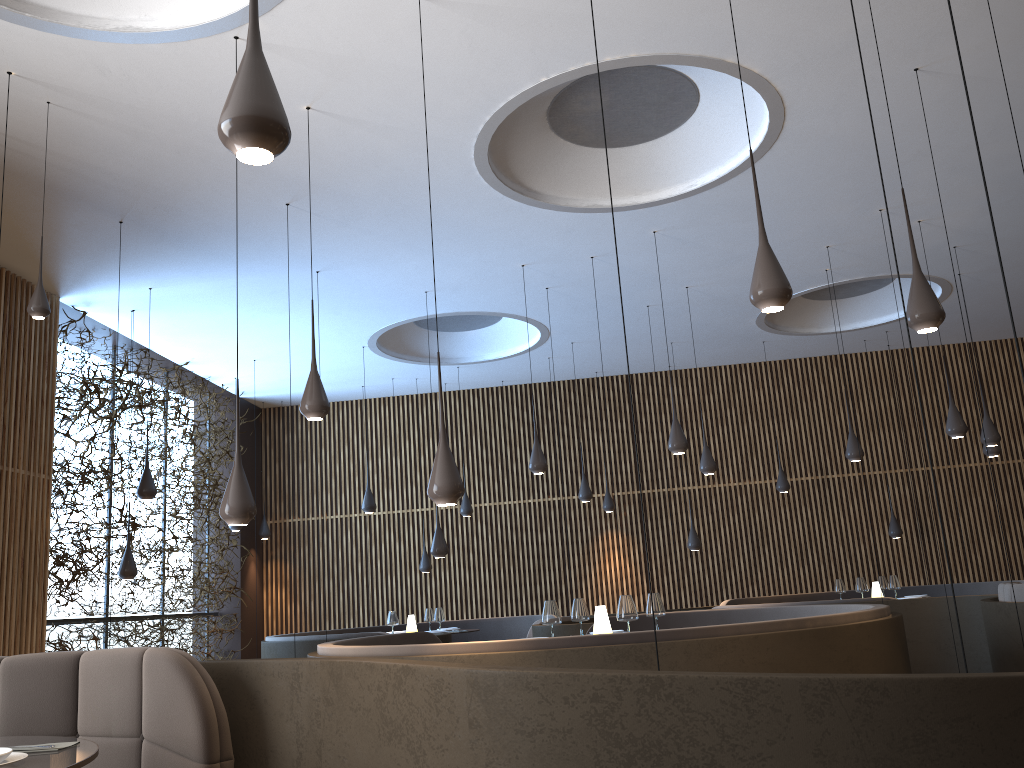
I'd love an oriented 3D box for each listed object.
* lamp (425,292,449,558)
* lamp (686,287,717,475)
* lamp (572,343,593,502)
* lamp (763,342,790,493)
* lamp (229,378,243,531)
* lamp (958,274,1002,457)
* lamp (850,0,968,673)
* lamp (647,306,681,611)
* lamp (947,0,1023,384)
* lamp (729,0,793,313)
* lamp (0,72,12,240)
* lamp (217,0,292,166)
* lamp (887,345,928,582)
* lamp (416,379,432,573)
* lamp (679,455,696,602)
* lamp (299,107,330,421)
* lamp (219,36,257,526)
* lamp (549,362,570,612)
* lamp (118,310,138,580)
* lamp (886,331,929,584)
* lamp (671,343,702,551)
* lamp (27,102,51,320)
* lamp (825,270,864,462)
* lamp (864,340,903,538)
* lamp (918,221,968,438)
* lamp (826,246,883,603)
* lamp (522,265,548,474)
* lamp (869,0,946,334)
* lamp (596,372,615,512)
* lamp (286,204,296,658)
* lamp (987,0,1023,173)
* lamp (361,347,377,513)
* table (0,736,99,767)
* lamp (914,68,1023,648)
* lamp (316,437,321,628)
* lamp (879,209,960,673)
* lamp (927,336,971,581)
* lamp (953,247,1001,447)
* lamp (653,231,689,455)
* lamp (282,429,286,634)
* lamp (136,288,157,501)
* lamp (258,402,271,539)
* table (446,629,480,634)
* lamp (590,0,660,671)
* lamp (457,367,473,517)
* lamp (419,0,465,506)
[{"bbox_3d":[-0.864,0.398,9.665,0.196,2.945,0.197,-4,-12,0],"label":"lamp"},{"bbox_3d":[2.137,-0.061,10.203,0.196,2.211,0.196,-14,-16,39],"label":"lamp"},{"bbox_3d":[0.918,0.504,12.147,0.196,2.211,0.197,-2,-13,-10],"label":"lamp"},{"bbox_3d":[3.775,0.458,12.793,0.196,2.211,0.197,0,-13,-19],"label":"lamp"},{"bbox_3d":[-3.963,0.991,12.710,0.196,2.211,0.196,-11,-14,29],"label":"lamp"},{"bbox_3d":[5.457,-0.243,10.428,0.196,2.211,0.197,-2,-13,-10],"label":"lamp"},{"bbox_3d":[1.306,0.251,2.762,0.196,6.241,0.197,-6,-13,10],"label":"lamp"},{"bbox_3d":[1.909,2.072,10.356,0.196,6.241,0.196,-9,-13,20],"label":"lamp"},{"bbox_3d":[1.270,0.105,2.159,0.196,6.241,0.196,-14,-16,39],"label":"lamp"},{"bbox_3d":[1.133,-1.422,4.349,0.196,2.211,0.197,-6,-13,10],"label":"lamp"},{"bbox_3d":[-2.944,1.083,4.912,0.196,6.241,0.196,-12,-15,32],"label":"lamp"},{"bbox_3d":[-0.781,-1.700,2.663,0.196,2.211,0.196,-14,-16,39],"label":"lamp"},{"bbox_3d":[6.047,2.441,13.064,0.196,6.241,0.196,-11,-14,29],"label":"lamp"},{"bbox_3d":[-1.374,1.354,13.410,0.196,2.945,0.197,-2,-13,-10],"label":"lamp"},{"bbox_3d":[2.719,2.763,13.406,0.196,6.241,0.196,-9,-13,20],"label":"lamp"},{"bbox_3d":[-1.348,-0.850,5.959,0.196,2.211,0.197,-4,-12,0],"label":"lamp"},{"bbox_3d":[-1.576,-0.676,5.084,0.196,2.945,0.196,6,-16,-39],"label":"lamp"},{"bbox_3d":[0.763,2.656,12.401,0.196,6.241,0.196,-9,-13,20],"label":"lamp"},{"bbox_3d":[-4.122,0.611,9.586,0.196,2.945,0.196,-14,-16,39],"label":"lamp"},{"bbox_3d":[5.692,2.276,12.286,0.196,6.241,0.197,-9,-13,20],"label":"lamp"},{"bbox_3d":[2.398,0.842,12.424,0.196,2.945,0.197,-2,-13,-10],"label":"lamp"},{"bbox_3d":[-3.043,-1.149,5.760,0.133,1.500,0.133,-4,-12,0],"label":"lamp"},{"bbox_3d":[3.693,-0.233,9.955,0.196,2.211,0.196,-14,-16,39],"label":"lamp"},{"bbox_3d":[5.415,0.776,13.034,0.196,2.945,0.197,-2,-13,-10],"label":"lamp"},{"bbox_3d":[4.197,-0.565,8.732,0.196,2.211,0.196,-14,-16,39],"label":"lamp"},{"bbox_3d":[3.592,1.573,8.812,0.196,6.241,0.196,-14,-16,39],"label":"lamp"},{"bbox_3d":[0.193,-0.175,9.157,0.196,2.211,0.196,-14,-16,39],"label":"lamp"},{"bbox_3d":[2.113,-1.359,4.910,0.196,2.211,0.197,-4,-12,0],"label":"lamp"},{"bbox_3d":[1.419,0.889,13.862,0.196,2.211,0.197,-2,-13,-10],"label":"lamp"},{"bbox_3d":[-1.713,1.496,6.955,0.196,6.241,0.196,6,-16,-39],"label":"lamp"},{"bbox_3d":[2.932,0.558,4.485,0.196,6.241,0.196,-11,-14,29],"label":"lamp"},{"bbox_3d":[-1.913,0.581,11.638,0.196,2.211,0.197,-2,-13,-10],"label":"lamp"},{"bbox_3d":[-1.841,1.446,1.938,1.672,1.018,1.682,-3,-13,-3],"label":"table"},{"bbox_3d":[3.072,0.820,5.592,0.196,6.241,0.196,-14,-16,39],"label":"lamp"},{"bbox_3d":[-2.811,3.052,12.970,0.196,6.241,0.196,-11,-14,29],"label":"lamp"},{"bbox_3d":[3.806,1.348,7.959,0.196,6.241,0.196,-14,-16,39],"label":"lamp"},{"bbox_3d":[6.157,2.189,12.069,0.196,6.241,0.197,-9,-13,20],"label":"lamp"},{"bbox_3d":[4.949,-0.430,9.519,0.196,2.211,0.197,-4,-12,0],"label":"lamp"},{"bbox_3d":[1.485,-0.426,8.527,0.196,2.211,0.196,-14,-16,39],"label":"lamp"},{"bbox_3d":[-3.562,3.333,13.897,0.196,6.241,0.196,-11,-14,29],"label":"lamp"},{"bbox_3d":[-3.717,0.078,9.062,0.196,2.211,0.196,-14,-16,39],"label":"lamp"},{"bbox_3d":[-4.001,1.381,14.288,0.196,2.211,0.196,-11,-14,29],"label":"lamp"},{"bbox_3d":[-1.196,3.576,10.802,1.674,1.018,1.680,5,-16,-33],"label":"table"},{"bbox_3d":[0.459,0.404,3.140,0.196,6.241,0.197,-6,-13,10],"label":"lamp"},{"bbox_3d":[-0.727,0.826,12.980,0.196,2.211,0.197,-2,-13,-10],"label":"lamp"},{"bbox_3d":[-0.437,-0.816,4.845,0.196,2.945,0.197,3,-14,-29],"label":"lamp"}]
